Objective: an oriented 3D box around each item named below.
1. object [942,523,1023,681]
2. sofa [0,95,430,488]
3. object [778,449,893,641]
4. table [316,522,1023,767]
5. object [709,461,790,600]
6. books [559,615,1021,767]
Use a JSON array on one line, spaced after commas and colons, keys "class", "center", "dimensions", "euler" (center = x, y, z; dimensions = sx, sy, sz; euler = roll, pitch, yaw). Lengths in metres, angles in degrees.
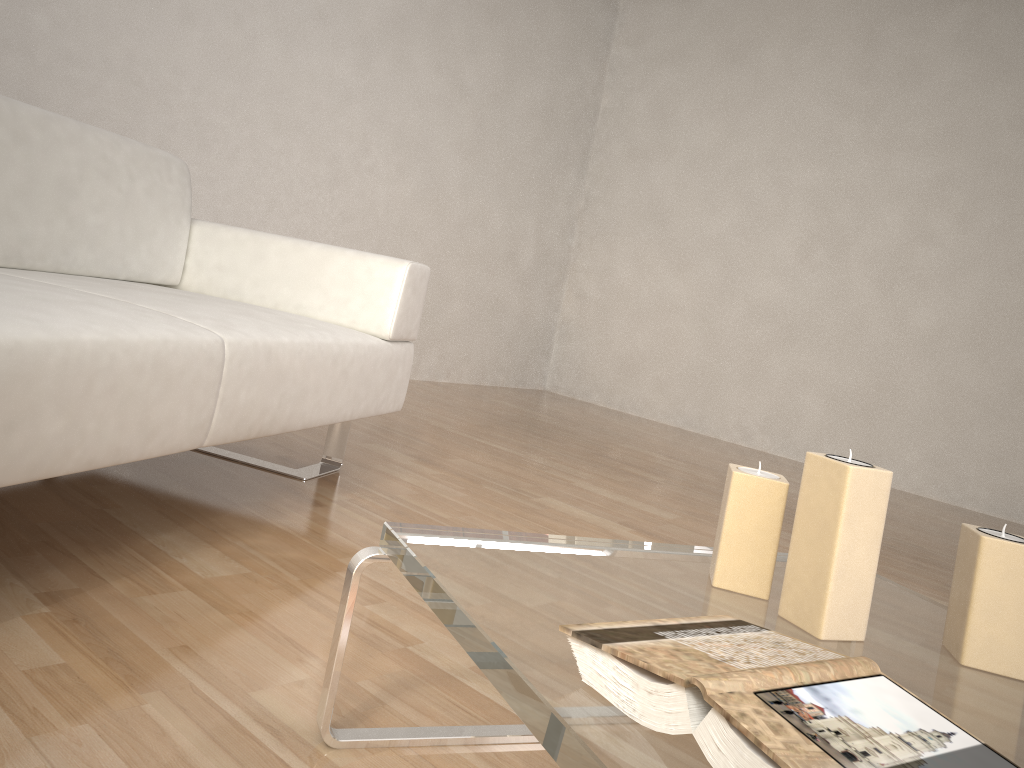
[{"class": "object", "center": [0.522, 0.226, 0.949], "dimensions": [0.067, 0.151, 0.066], "euler": [11, -2, 10]}, {"class": "sofa", "center": [-0.898, -0.167, 1.586], "dimensions": [0.913, 0.741, 1.771], "euler": [12, 4, 14]}, {"class": "object", "center": [0.354, 0.168, 0.957], "dimensions": [0.066, 0.198, 0.067], "euler": [12, -3, -25]}, {"class": "table", "center": [0.294, 0.394, 0.850], "dimensions": [0.785, 0.250, 0.710], "euler": [9, 5, -25]}, {"class": "object", "center": [0.286, 0.168, 1.056], "dimensions": [0.067, 0.152, 0.066], "euler": [11, -2, 10]}, {"class": "books", "center": [0.201, 0.238, 0.647], "dimensions": [0.201, 0.056, 0.296], "euler": [8, 6, -35]}]
